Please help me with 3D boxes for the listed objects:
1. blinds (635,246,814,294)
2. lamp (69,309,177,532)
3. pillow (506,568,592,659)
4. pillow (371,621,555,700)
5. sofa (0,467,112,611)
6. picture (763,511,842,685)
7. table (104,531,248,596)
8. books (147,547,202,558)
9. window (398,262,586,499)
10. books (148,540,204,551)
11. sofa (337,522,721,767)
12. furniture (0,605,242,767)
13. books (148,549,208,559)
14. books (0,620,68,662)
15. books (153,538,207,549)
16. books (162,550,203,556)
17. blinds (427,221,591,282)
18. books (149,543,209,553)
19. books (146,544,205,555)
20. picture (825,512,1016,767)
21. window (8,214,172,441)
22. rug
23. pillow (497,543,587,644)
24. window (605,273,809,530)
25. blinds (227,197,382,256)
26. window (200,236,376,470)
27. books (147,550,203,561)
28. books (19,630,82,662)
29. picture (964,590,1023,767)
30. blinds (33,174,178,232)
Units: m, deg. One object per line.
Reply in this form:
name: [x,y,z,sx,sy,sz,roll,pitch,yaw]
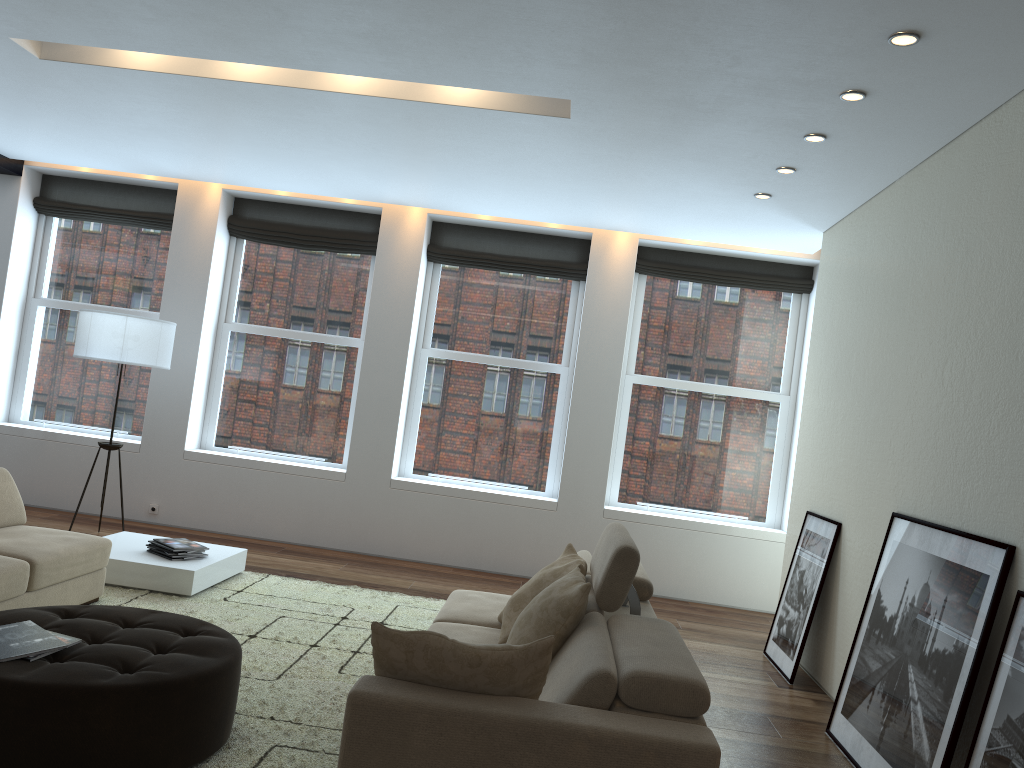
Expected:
blinds: [1.863,-1.001,7.827,1.563,0.275,0.156,7,-2,4]
lamp: [-3.093,0.331,6.877,0.698,1.728,0.698,7,-2,27]
pillow: [0.121,0.911,3.362,0.301,0.439,0.534,8,-2,0]
pillow: [-0.160,0.872,2.617,0.518,0.393,0.395,8,-2,0]
sofa: [-2.811,0.666,3.792,1.021,0.950,2.581,7,-2,4]
picture: [1.826,1.319,5.617,0.195,0.988,0.700,7,-2,4]
table: [-2.336,1.166,5.798,0.900,0.170,0.900,7,-2,4]
books: [-2.165,1.076,5.700,0.300,0.010,0.220,6,-2,38]
window: [-0.159,-0.186,7.973,1.443,2.400,0.123,7,-2,4]
books: [-2.160,1.037,5.701,0.300,0.010,0.220,6,-2,38]
sofa: [0.105,1.048,3.612,1.021,0.950,2.581,7,-2,4]
furniture: [-1.550,1.097,3.251,1.057,0.355,1.057,7,-2,5]
books: [-2.151,1.088,5.720,0.300,0.010,0.220,7,-2,24]
books: [-1.709,0.882,3.055,0.301,0.040,0.220,6,-2,38]
books: [-2.143,1.031,5.721,0.300,0.010,0.220,6,-2,43]
books: [-2.148,1.069,5.720,0.220,0.010,0.300,9,-2,-36]
blinds: [-0.028,-1.194,7.942,1.442,0.393,0.156,7,-2,4]
books: [-2.146,1.050,5.721,0.300,0.010,0.220,7,-2,19]
books: [-2.162,1.056,5.701,0.300,0.010,0.220,7,-2,28]
picture: [1.722,1.174,3.870,0.225,1.140,1.183,7,-2,4]
window: [-3.800,-0.663,8.198,1.432,2.400,0.123,7,-2,4]
rug: [-1.548,1.313,4.127,2.972,0.020,4.231,7,-2,4]
pillow: [0.143,0.944,3.985,0.368,0.416,0.519,8,-2,-1]
window: [1.724,0.060,7.856,1.563,2.400,0.123,7,-2,4]
blinds: [-1.851,-1.426,8.055,1.439,0.424,0.156,7,-2,4]
window: [-1.982,-0.425,8.085,1.442,2.400,0.123,7,-2,4]
books: [-2.167,1.095,5.699,0.300,0.010,0.220,6,-2,38]
books: [-1.695,0.893,3.075,0.300,0.031,0.219,7,-2,19]
picture: [1.667,1.210,2.849,0.195,0.988,0.700,7,-2,4]
blinds: [-3.671,-1.671,8.152,1.431,0.395,0.183,7,-2,4]
